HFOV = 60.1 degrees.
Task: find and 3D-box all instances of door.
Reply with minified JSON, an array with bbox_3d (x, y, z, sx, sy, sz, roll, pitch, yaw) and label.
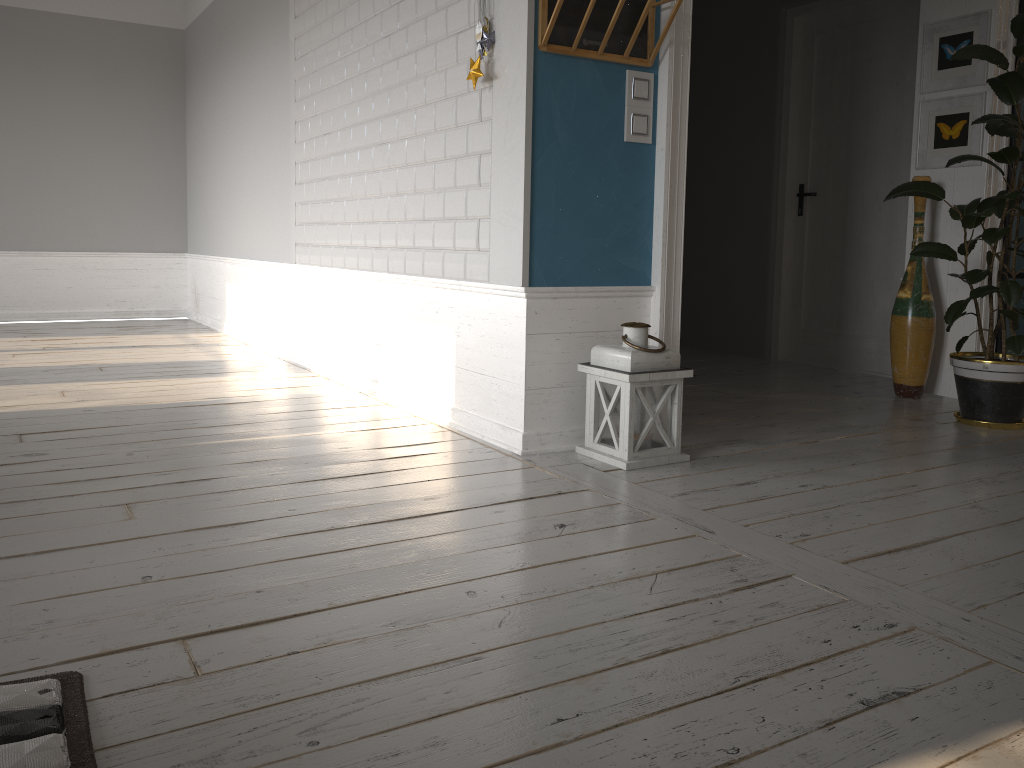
[{"bbox_3d":[2.114,-1.237,5.483,0.178,2.291,1.043,-2,7,-31],"label":"door"}]

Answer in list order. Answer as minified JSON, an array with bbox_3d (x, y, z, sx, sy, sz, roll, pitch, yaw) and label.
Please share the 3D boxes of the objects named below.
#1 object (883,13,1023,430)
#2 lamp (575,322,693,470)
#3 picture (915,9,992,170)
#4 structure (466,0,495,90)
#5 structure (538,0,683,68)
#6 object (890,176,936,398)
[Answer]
[{"bbox_3d":[3.059,-0.489,2.512,1.012,1.781,3.921,-3,9,-31],"label":"object"},{"bbox_3d":[0.429,0.021,3.111,0.287,0.474,0.288,-3,7,-32],"label":"lamp"},{"bbox_3d":[1.410,-1.420,4.007,1.948,0.748,0.361,-4,8,-31],"label":"picture"},{"bbox_3d":[-0.114,-1.291,3.204,0.078,0.444,0.134,-4,7,-43],"label":"structure"},{"bbox_3d":[0.355,-1.527,3.047,0.496,0.770,0.186,-3,7,-31],"label":"structure"},{"bbox_3d":[2.048,-0.488,4.494,0.216,1.116,0.217,-3,7,-36],"label":"object"}]
